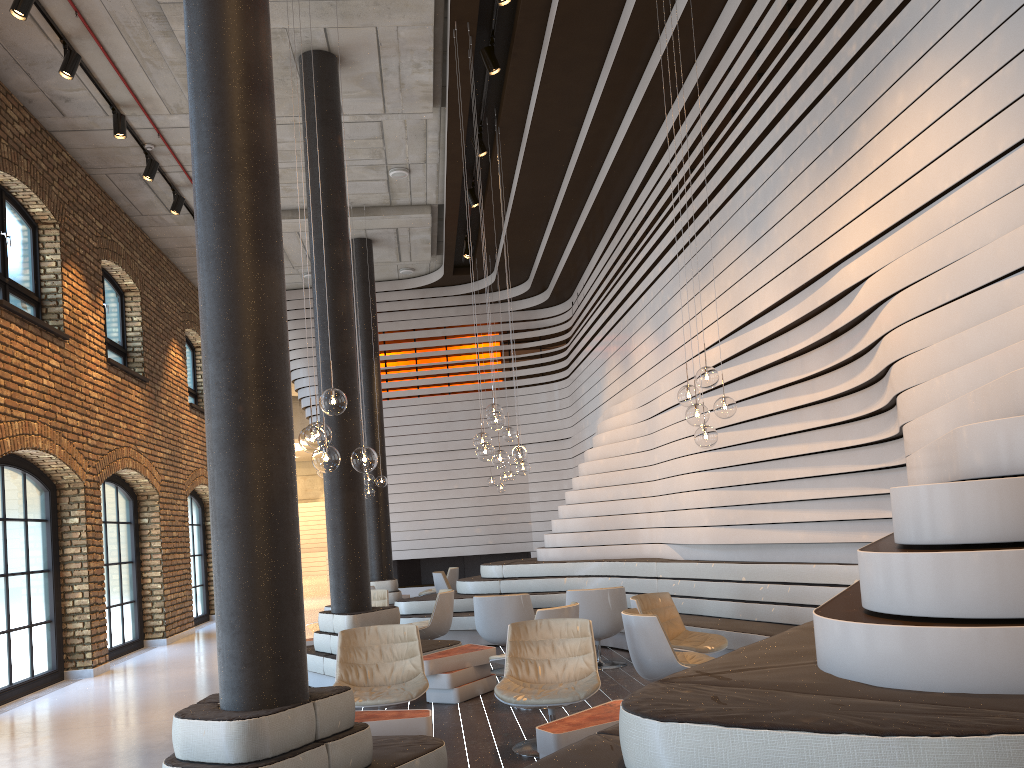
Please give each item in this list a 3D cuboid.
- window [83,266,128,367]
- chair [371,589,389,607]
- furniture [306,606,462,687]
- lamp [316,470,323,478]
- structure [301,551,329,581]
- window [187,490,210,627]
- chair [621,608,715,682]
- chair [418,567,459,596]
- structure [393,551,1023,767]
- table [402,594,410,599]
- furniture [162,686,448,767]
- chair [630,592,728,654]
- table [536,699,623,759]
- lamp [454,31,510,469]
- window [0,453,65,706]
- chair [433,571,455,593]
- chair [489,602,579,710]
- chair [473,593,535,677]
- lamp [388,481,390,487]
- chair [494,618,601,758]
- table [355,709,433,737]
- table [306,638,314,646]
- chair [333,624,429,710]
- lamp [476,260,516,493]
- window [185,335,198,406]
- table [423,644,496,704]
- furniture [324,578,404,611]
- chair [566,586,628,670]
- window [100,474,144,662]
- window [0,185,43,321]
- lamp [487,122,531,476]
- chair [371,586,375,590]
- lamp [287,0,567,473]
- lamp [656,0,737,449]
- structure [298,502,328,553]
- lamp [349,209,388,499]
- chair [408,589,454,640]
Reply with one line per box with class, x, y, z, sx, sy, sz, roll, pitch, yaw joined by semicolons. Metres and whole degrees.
window;-5.561;-0.877;11.997;0.125;1.440;1.588;-4;-6;-6
chair;-1.722;2.770;10.108;0.659;0.761;0.714;-5;-6;12
furniture;-1.207;2.467;8.306;1.267;0.716;1.800;1;-10;-35
lamp;-2.037;-1.165;9.850;0.541;4.642;0.297;-3;-3;-20
structure;-6.181;6.554;32.123;2.536;0.890;7.616;0;-10;-27
window;-5.800;3.074;15.709;0.130;2.516;2.381;-4;-6;-6
chair;1.132;1.911;6.008;0.709;0.761;0.664;-3;-6;-6
chair;-1.229;3.508;14.918;0.709;0.761;0.663;-4;-6;-3
structure;0.851;2.438;9.666;5.756;0.920;18.451;-3;-9;-9
table;-2.189;3.749;14.768;0.900;0.368;0.420;0;-8;-28
furniture;-1.241;1.783;4.031;1.288;0.716;1.771;-8;-9;30
chair;1.326;2.059;7.014;0.720;0.761;0.654;-9;-7;38
table;0.498;1.946;4.717;0.900;0.368;0.420;1;-8;-33
lamp;-0.336;-1.577;8.081;0.310;4.708;0.666;-4;-3;2
window;-5.155;1.948;8.980;0.130;2.516;2.381;-4;-6;-6
chair;-0.867;3.306;13.819;0.710;0.761;0.663;-4;-6;-1
chair;0.203;2.130;6.969;0.719;0.761;0.655;-8;-7;34
chair;-0.031;2.400;8.543;0.660;0.761;0.713;-6;-6;14
lamp;-2.517;-0.256;15.300;0.279;4.596;0.541;-7;-4;43
chair;0.239;1.901;5.557;0.659;0.761;0.714;-5;-6;10
table;-0.901;2.107;5.109;0.904;0.368;0.418;-4;-6;-3
table;-1.824;2.844;9.290;0.902;0.368;0.419;-2;-7;-13
chair;-0.882;2.036;5.908;0.655;0.761;0.718;-4;-6;-5
lamp;-0.312;-0.494;14.778;0.548;4.642;0.293;-5;-3;20
window;-5.935;-0.225;15.895;0.125;1.440;1.588;-4;-6;-6
table;-0.440;2.451;7.451;0.418;0.367;0.905;-8;-9;31
furniture;-2.261;3.389;13.581;1.271;0.716;1.796;-3;-8;-10
chair;0.819;2.338;8.532;0.657;0.761;0.717;-4;-6;2
window;-8.194;3.361;16.454;2.172;2.510;13.065;0;-10;-36
window;-5.290;-1.351;9.165;0.125;1.440;1.588;-4;-6;-6
lamp;-0.093;-1.277;9.998;0.292;4.642;0.549;-3;-3;-11
chair;-1.868;3.020;11.600;0.664;0.761;0.709;-8;-7;32
lamp;0.681;-2.725;0.234;9.015;4.576;42.430;-3;-9;-6
lamp;1.240;-1.851;6.546;0.528;4.681;0.337;-1;-4;-44
structure;-6.670;5.972;34.437;4.524;2.843;5.886;-3;-8;-6
lamp;-2.129;-0.687;12.438;0.541;4.596;0.279;-1;-4;-44
chair;-0.945;2.600;9.391;0.710;0.761;0.663;-4;-6;-2
